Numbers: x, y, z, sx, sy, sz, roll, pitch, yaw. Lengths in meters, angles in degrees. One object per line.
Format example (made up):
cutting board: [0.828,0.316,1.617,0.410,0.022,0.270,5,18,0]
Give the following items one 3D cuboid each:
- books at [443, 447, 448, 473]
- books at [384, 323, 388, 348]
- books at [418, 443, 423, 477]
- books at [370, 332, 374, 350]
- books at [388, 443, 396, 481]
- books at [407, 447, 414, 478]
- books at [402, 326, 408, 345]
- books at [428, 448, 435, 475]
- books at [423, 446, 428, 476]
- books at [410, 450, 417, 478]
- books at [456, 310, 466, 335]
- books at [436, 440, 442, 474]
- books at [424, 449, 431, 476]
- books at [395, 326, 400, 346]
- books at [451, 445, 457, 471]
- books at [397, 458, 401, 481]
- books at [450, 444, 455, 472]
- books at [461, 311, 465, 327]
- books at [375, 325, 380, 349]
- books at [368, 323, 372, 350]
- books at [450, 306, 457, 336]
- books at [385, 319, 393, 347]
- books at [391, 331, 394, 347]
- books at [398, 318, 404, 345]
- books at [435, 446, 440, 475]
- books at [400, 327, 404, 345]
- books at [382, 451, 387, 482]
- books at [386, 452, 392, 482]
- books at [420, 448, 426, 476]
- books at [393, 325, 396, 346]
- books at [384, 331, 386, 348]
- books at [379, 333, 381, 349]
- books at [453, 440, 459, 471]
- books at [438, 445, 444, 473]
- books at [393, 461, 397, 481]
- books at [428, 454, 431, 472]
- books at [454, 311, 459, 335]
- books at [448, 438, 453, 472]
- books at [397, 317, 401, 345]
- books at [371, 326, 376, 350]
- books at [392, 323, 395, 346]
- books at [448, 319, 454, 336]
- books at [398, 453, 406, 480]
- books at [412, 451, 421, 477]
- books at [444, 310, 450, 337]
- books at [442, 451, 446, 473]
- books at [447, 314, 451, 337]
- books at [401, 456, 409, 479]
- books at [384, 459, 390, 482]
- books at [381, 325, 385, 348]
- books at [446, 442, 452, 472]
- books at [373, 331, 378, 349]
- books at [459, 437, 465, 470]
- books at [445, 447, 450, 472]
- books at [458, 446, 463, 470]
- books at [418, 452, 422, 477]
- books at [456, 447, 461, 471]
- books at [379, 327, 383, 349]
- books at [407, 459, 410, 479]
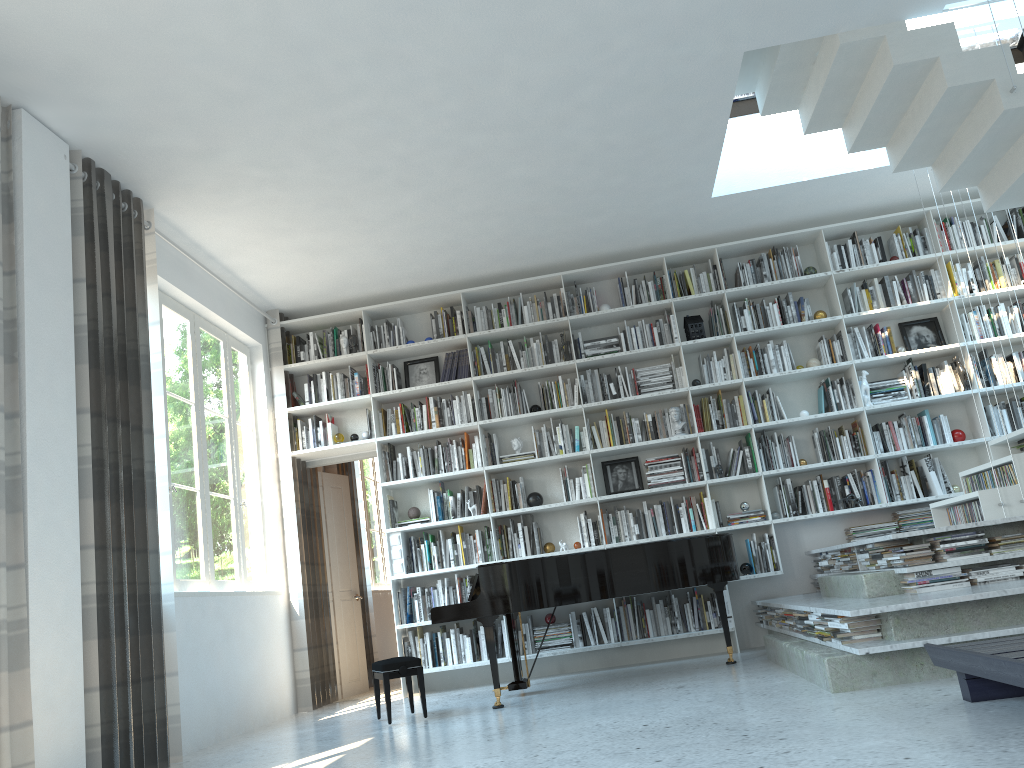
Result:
books: [-0.523,0.639,7.222,0.013,0.228,0.177,-9,-13,5]
books: [-1.045,-0.374,7.513,0.016,0.260,0.154,-9,-13,5]
books: [-0.727,0.642,7.249,0.011,0.292,0.184,-9,-13,5]
books: [-1.166,-0.325,7.522,0.017,0.203,0.142,-9,-13,5]
books: [-0.971,0.659,7.262,0.012,0.333,0.185,-9,-13,5]
books: [-0.816,0.664,7.262,0.023,0.280,0.174,-9,-13,5]
books: [-0.898,-0.369,7.510,0.013,0.209,0.137,-9,-13,5]
books: [-0.642,0.653,7.237,0.023,0.242,0.185,-9,-13,5]
books: [-0.693,0.650,7.253,0.011,0.270,0.158,-9,-13,5]
books: [-0.797,0.676,7.248,0.011,0.245,0.176,-9,-13,5]
books: [-0.423,-0.473,7.457,0.031,0.253,0.178,-9,-13,5]
books: [-0.582,0.615,7.238,0.013,0.299,0.152,-9,-13,5]
books: [-0.675,0.659,7.232,0.024,0.236,0.167,-9,-13,5]
books: [-0.953,-0.368,7.491,0.021,0.213,0.173,-9,-13,5]
books: [-0.455,0.628,7.243,0.028,0.242,0.132,-9,-13,5]
books: [-0.912,0.717,7.267,0.042,0.208,0.143,-9,-13,5]
books: [-0.476,0.624,7.237,0.011,0.251,0.139,-9,-13,5]
books: [-0.386,-0.475,7.467,0.039,0.251,0.147,-9,-13,5]
books: [-1.117,-0.356,7.520,0.012,0.248,0.180,-9,-13,5]
books: [-1.182,-0.360,7.540,0.007,0.284,0.160,-9,-13,5]
books: [-0.476,-0.488,7.456,0.025,0.296,0.164,-9,-13,5]
books: [-1.026,-0.390,7.497,0.015,0.279,0.191,-9,-13,5]
books: [-0.997,-0.343,7.502,0.026,0.182,0.162,-9,-13,5]
books: [-0.930,-0.403,7.529,0.015,0.292,0.131,-9,-13,5]
books: [-0.606,0.645,7.253,0.048,0.255,0.142,-9,-13,5]
books: [-0.912,-0.365,7.500,0.014,0.201,0.171,-9,-13,5]
books: [-1.025,0.699,7.289,0.012,0.284,0.160,-9,-13,5]
books: [-0.985,0.695,7.258,0.027,0.265,0.176,-9,-13,5]
books: [-0.709,0.660,7.235,0.021,0.247,0.189,-9,-13,5]
books: [-0.969,-0.366,7.500,0.013,0.219,0.181,-9,-13,5]
books: [-1.053,-0.335,7.519,0.014,0.192,0.146,-9,-13,5]
books: [-1.096,-0.328,7.526,0.017,0.193,0.129,-9,-13,5]
books: [-0.440,0.602,7.217,0.015,0.274,0.157,-9,-13,5]
books: [-0.561,0.635,7.241,0.021,0.256,0.156,-9,-13,5]
books: [-0.936,0.729,7.248,0.037,0.181,0.189,-9,-14,5]
books: [-0.653,0.678,7.252,0.010,0.203,0.139,-9,-13,5]
books: [-0.448,-0.469,7.472,0.022,0.260,0.152,-9,-13,5]
books: [-0.490,0.602,7.249,0.011,0.303,0.130,-9,-13,5]
books: [-0.942,-0.408,7.519,0.007,0.300,0.146,-9,-13,5]
books: [-1.157,-0.352,7.533,0.007,0.258,0.157,-9,-13,5]
books: [-0.983,-0.378,7.514,0.013,0.252,0.129,-9,-13,5]
books: [-0.493,-0.430,7.456,0.027,0.190,0.178,-9,-14,5]
books: [-0.884,0.695,7.251,0.022,0.235,0.177,-9,-13,5]
books: [-0.765,0.678,7.268,0.049,0.242,0.139,-9,-13,5]
books: [-0.530,-0.467,7.464,0.011,0.273,0.184,-9,-13,5]
books: [-0.537,0.657,7.234,0.021,0.204,0.130,-9,-13,5]
books: [-0.514,-0.452,7.489,0.013,0.254,0.129,-9,-13,5]
books: [-0.859,0.704,7.236,0.028,0.203,0.188,-9,-14,5]
books: [-1.002,0.730,7.270,0.026,0.208,0.155,-9,-13,5]
books: [-1.072,-0.359,7.517,0.016,0.242,0.156,-9,-13,5]
books: [-0.500,0.616,7.231,0.012,0.271,0.145,-9,-13,5]
books: [-1.135,-0.332,7.525,0.032,0.209,0.158,-9,-13,5]
books: [-0.392,0.591,7.237,0.015,0.292,0.144,-9,-13,5]
books: [-0.509,0.640,7.231,0.013,0.227,0.152,-9,-13,5]
books: [-0.405,0.628,7.226,0.021,0.220,0.149,-9,-13,5]
books: [-0.735,0.675,7.245,0.014,0.229,0.148,-9,-13,5]
books: [-0.421,0.631,7.223,0.012,0.217,0.160,-9,-13,5]
books: [-1.086,-0.349,7.512,0.013,0.224,0.177,-9,-13,5]
books: [-0.828,0.718,7.274,0.021,0.187,0.129,-9,-13,5]
